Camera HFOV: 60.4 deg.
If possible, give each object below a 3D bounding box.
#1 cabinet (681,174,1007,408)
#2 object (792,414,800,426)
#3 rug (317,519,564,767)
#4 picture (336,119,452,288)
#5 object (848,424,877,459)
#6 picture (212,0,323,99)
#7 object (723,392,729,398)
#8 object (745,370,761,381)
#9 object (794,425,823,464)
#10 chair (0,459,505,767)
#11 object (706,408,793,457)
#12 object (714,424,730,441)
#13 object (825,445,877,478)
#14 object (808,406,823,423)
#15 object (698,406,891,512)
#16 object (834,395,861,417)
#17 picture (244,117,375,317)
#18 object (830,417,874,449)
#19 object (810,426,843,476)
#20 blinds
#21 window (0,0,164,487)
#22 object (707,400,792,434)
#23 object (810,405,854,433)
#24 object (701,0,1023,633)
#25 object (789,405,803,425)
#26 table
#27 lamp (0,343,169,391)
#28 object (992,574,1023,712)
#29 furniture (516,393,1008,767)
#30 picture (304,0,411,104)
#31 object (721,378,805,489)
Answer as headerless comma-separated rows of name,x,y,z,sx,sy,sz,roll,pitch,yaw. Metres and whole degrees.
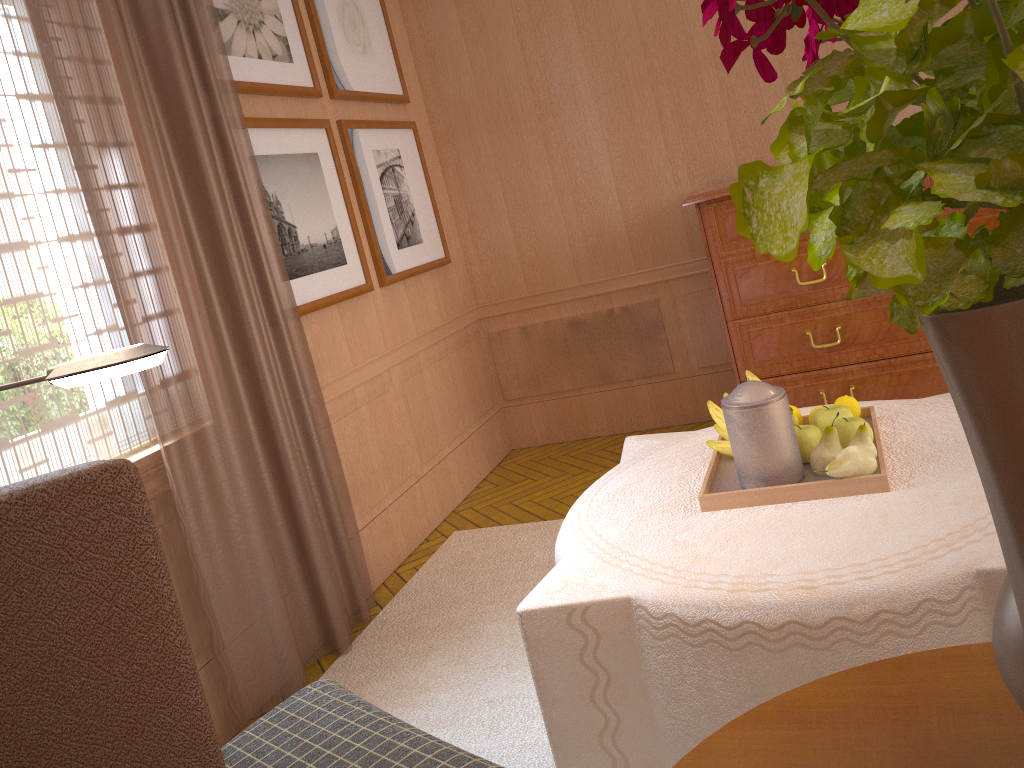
cabinet,2.841,-0.707,6.080,2.742,1.926,1.446,-11,7,21
object,1.106,0.122,3.646,0.072,0.170,0.402,-14,10,-2
rug,2.233,1.229,2.100,7.887,0.020,6.135,-10,12,21
picture,-0.893,-1.476,6.985,0.047,1.236,1.277,-13,8,22
object,1.248,0.221,3.153,0.099,0.147,0.097,-18,7,-32
picture,-1.698,-2.447,5.571,0.047,1.236,1.277,-13,8,22
object,0.974,0.108,3.632,0.092,0.127,0.410,-16,10,-19
object,1.075,0.050,3.643,0.071,0.167,0.410,-14,10,-1
object,1.115,0.230,3.358,0.157,0.133,0.159,-10,9,26
chair,-0.602,1.004,1.645,1.894,1.955,1.757,-6,11,46
object,0.946,0.206,3.530,0.388,0.184,0.073,-7,8,35
object,0.979,0.187,3.584,0.063,0.180,0.392,-18,10,-39
object,1.179,0.289,3.038,0.132,0.127,0.198,-7,11,41
object,1.300,0.145,3.649,0.132,0.109,0.113,-10,9,24
object,1.099,0.277,3.428,0.633,0.059,0.819,-10,12,21
object,1.391,0.114,3.658,0.115,0.132,0.107,-17,7,-22
picture,-1.354,-1.099,5.675,0.047,1.236,1.277,-13,8,22
object,1.275,0.199,3.312,0.157,0.133,0.159,-10,9,26
object,1.146,0.252,3.202,0.132,0.195,0.129,-18,7,-32
blinds,-1.632,-0.760,4.548,0.264,4.747,1.474,-13,5,21
window,-2.654,-1.004,3.616,0.839,3.347,2.485,-12,7,22
object,0.941,0.151,3.539,0.372,0.157,0.106,-4,12,45
object,1.268,0.164,3.474,0.171,0.146,0.172,-18,9,-22
object,0.464,-0.051,0.764,0.452,1.079,0.535,-12,6,20
object,1.180,0.155,3.746,0.115,0.132,0.107,-17,7,-22
table,0.738,1.136,0.848,1.028,1.360,0.946,-11,7,29
lamp,-0.985,0.921,2.413,0.635,2.008,0.564,-16,5,-16
object,0.629,0.244,0.978,0.189,0.354,0.184,-18,7,-35
furniture,1.192,0.758,3.386,1.935,0.891,1.994,-11,10,19
picture,-1.236,-2.824,6.881,0.047,1.236,1.277,-13,8,22
object,0.914,0.167,3.240,0.236,0.389,0.235,-16,6,-12
